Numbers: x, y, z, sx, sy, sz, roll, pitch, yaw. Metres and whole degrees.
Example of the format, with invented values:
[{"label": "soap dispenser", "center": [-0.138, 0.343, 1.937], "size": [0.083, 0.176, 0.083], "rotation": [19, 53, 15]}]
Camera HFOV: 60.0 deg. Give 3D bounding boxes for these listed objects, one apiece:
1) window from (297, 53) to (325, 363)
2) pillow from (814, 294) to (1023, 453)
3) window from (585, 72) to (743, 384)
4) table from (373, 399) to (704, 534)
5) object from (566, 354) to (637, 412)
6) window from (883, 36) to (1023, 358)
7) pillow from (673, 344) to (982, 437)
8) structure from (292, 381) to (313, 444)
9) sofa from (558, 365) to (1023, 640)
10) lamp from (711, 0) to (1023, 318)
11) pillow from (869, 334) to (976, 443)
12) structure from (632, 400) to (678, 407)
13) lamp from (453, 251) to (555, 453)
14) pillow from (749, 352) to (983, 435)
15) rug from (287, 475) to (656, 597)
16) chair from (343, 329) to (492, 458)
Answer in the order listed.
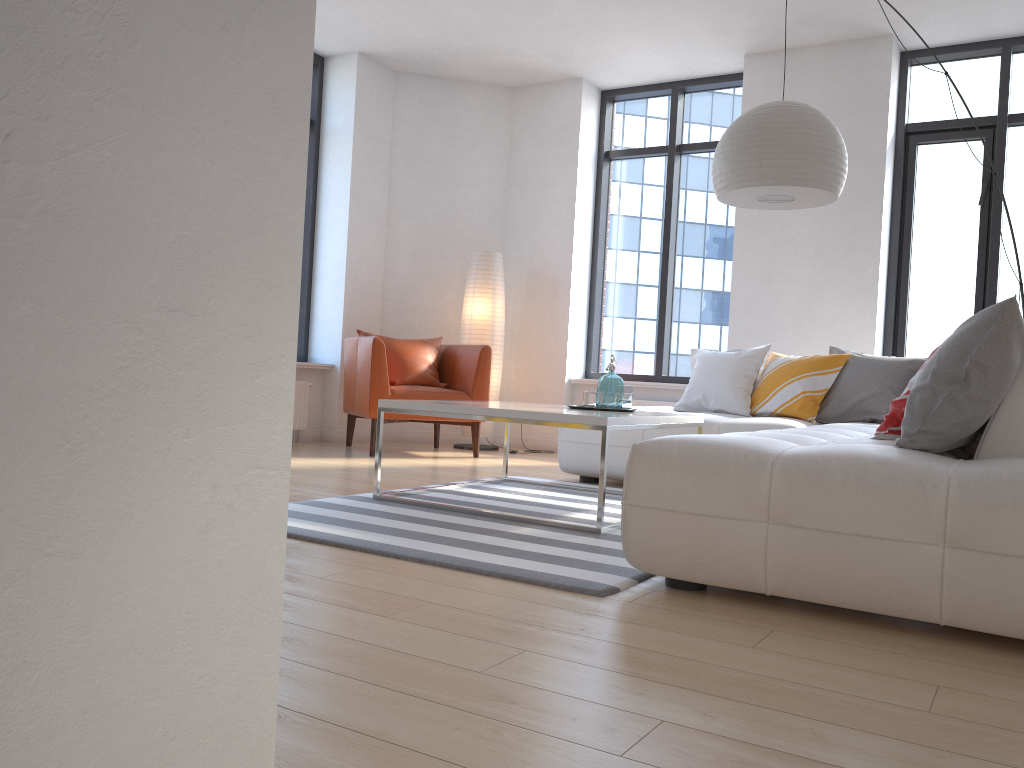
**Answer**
[{"label": "window", "center": [-2.113, -1.392, 6.174], "size": [0.170, 2.402, 1.960], "rotation": [3, 0, 31]}, {"label": "pillow", "center": [1.569, -0.004, 3.725], "size": [0.647, 0.453, 2.953], "rotation": [3, 0, 19]}, {"label": "window", "center": [1.273, -1.204, 7.114], "size": [1.310, 2.402, 0.170], "rotation": [3, 0, 31]}, {"label": "table", "center": [0.155, 0.324, 4.030], "size": [1.091, 0.435, 1.091], "rotation": [3, 0, 31]}, {"label": "object", "center": [0.427, -0.011, 4.149], "size": [0.330, 0.265, 0.330], "rotation": [3, 0, -35]}, {"label": "window", "center": [3.243, -1.085, 5.931], "size": [1.310, 2.402, 0.170], "rotation": [3, 0, 31]}, {"label": "pillow", "center": [1.595, -0.007, 4.668], "size": [0.580, 0.456, 2.156], "rotation": [3, 0, -33]}, {"label": "structure", "center": [-1.903, 0.194, 6.040], "size": [0.110, 0.460, 1.474], "rotation": [3, 0, 31]}, {"label": "sofa", "center": [1.139, 0.244, 3.982], "size": [2.614, 0.732, 3.424], "rotation": [3, 0, 31]}, {"label": "lamp", "center": [2.381, -0.648, 4.639], "size": [3.199, 2.647, 0.710], "rotation": [3, 0, -23]}, {"label": "pillow", "center": [1.901, 0.045, 3.638], "size": [0.575, 0.449, 2.250], "rotation": [3, 0, 28]}, {"label": "structure", "center": [1.040, 0.357, 6.825], "size": [1.015, 0.460, 0.110], "rotation": [3, 0, 31]}, {"label": "lamp", "center": [-0.011, -0.249, 6.988], "size": [0.804, 1.550, 0.502], "rotation": [3, 0, -9]}, {"label": "pillow", "center": [1.707, 0.020, 4.370], "size": [0.630, 0.440, 2.095], "rotation": [3, 0, -12]}, {"label": "rug", "center": [0.126, 0.546, 3.768], "size": [1.662, 0.016, 2.326], "rotation": [3, 0, 31]}, {"label": "chair", "center": [-0.728, 0.058, 6.368], "size": [0.896, 0.858, 0.843], "rotation": [3, 0, -27]}]
